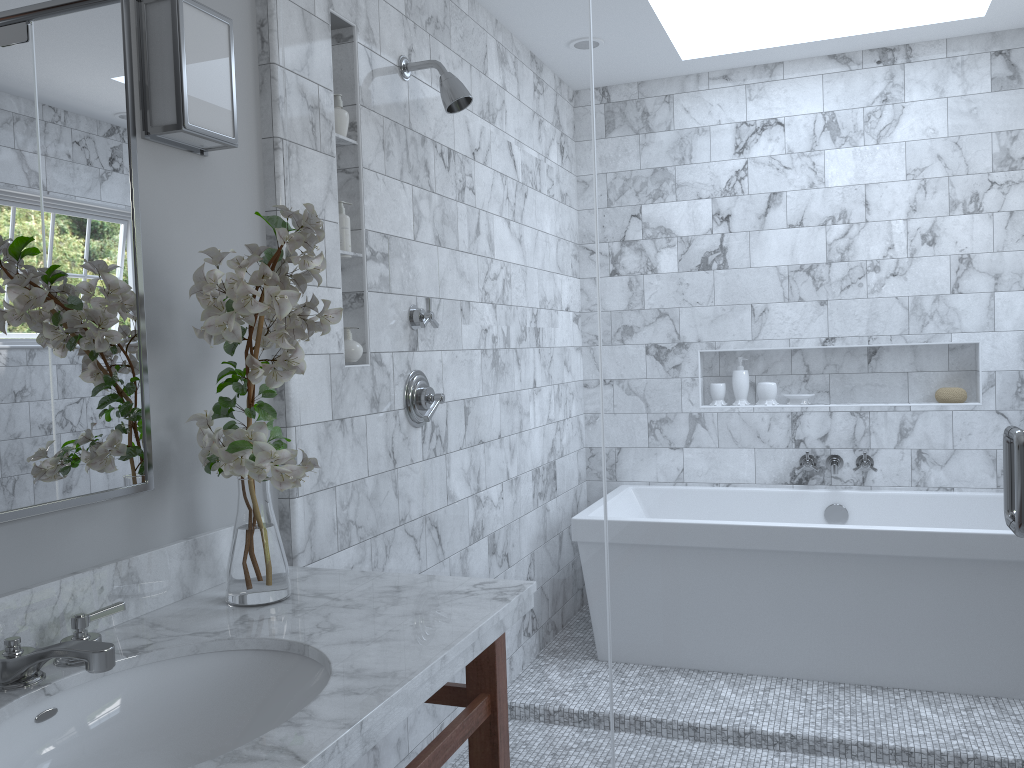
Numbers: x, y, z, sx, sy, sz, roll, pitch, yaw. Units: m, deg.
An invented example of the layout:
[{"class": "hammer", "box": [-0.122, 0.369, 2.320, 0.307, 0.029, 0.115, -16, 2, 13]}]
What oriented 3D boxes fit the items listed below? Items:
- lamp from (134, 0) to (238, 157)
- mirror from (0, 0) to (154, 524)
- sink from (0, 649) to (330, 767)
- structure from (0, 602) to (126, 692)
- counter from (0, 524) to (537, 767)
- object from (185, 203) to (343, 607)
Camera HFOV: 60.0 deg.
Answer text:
[{"class": "lamp", "box": [-0.617, -0.592, 1.702, 0.091, 0.266, 0.175, -1, 2, 20]}, {"class": "mirror", "box": [-0.802, -0.278, 1.277, 0.030, 0.977, 0.694, -1, 2, 20]}, {"class": "sink", "box": [-0.484, 0.579, 1.189, 0.517, 0.270, 0.494, -3, 2, -20]}, {"class": "structure", "box": [-0.703, 0.395, 1.276, 0.256, 0.069, 0.295, -3, 2, -20]}, {"class": "counter", "box": [-0.525, 0.814, 1.086, 0.638, 0.983, 1.657, -1, 2, 20]}, {"class": "object", "box": [-0.433, 0.055, 1.590, 0.225, 0.706, 0.374, -4, 3, -39]}]
